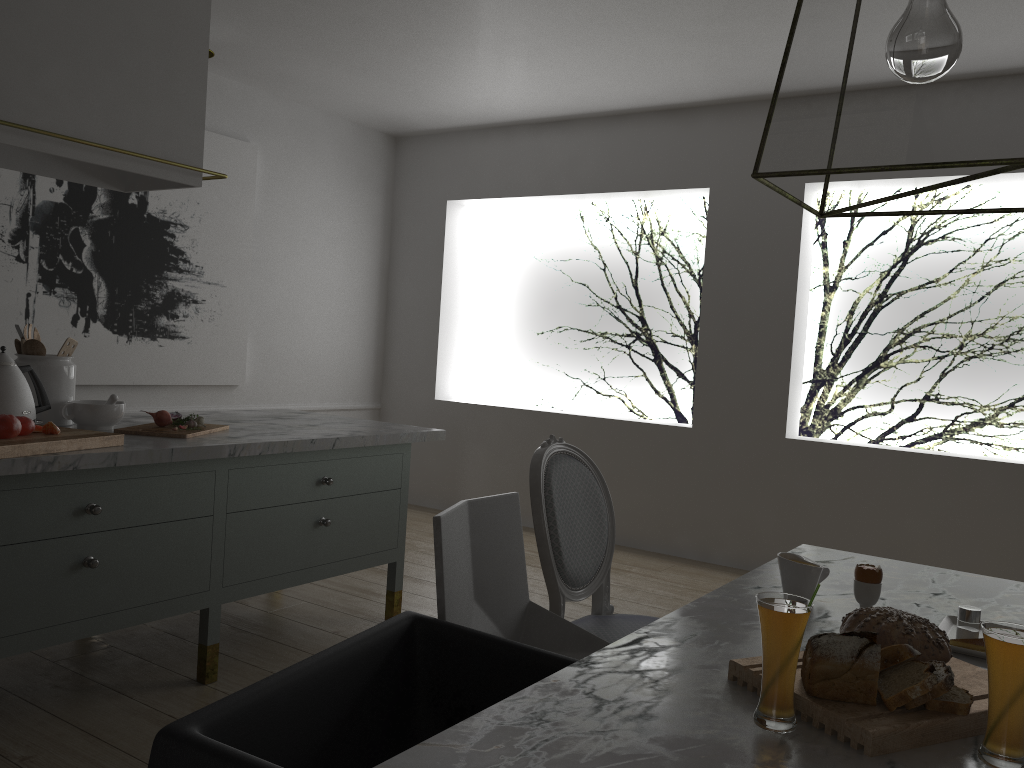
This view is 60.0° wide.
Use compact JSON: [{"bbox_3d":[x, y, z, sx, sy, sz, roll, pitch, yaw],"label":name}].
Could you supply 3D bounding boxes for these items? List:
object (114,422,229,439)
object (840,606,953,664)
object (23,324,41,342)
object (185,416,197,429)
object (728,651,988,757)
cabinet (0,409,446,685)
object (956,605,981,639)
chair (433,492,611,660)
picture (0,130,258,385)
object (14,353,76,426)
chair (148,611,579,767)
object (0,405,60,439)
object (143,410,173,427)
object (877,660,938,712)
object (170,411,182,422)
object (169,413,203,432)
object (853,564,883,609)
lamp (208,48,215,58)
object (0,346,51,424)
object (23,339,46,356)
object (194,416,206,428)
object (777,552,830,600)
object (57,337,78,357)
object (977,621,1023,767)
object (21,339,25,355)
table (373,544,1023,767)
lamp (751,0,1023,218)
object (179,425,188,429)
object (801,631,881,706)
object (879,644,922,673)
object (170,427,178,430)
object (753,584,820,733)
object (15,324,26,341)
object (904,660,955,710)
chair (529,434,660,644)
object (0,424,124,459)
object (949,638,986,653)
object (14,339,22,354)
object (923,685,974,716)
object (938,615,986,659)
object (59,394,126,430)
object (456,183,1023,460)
[{"bbox_3d":[-1.035,0.139,2.720,0.220,0.012,0.330,4,2,4],"label":"object"},{"bbox_3d":[0.581,0.380,1.350,0.151,0.075,0.157,3,2,-21],"label":"object"},{"bbox_3d":[-1.457,-0.035,2.695,0.056,0.296,0.131,2,3,-37],"label":"object"},{"bbox_3d":[-0.981,0.117,2.713,0.034,0.037,0.033,4,2,11],"label":"object"},{"bbox_3d":[0.534,0.432,1.258,0.360,0.031,0.260,3,3,-26],"label":"object"},{"bbox_3d":[-1.285,0.495,2.584,0.870,0.721,2.360,5,3,34],"label":"cabinet"},{"bbox_3d":[0.795,0.419,1.545,0.036,0.060,0.036,3,2,-15],"label":"object"},{"bbox_3d":[0.068,0.615,1.673,0.439,0.745,0.470,5,2,24],"label":"chair"},{"bbox_3d":[-1.877,-0.653,4.242,0.039,1.315,1.545,5,3,34],"label":"picture"},{"bbox_3d":[-1.414,0.016,2.675,0.174,0.208,0.174,2,3,-39],"label":"object"},{"bbox_3d":[-0.134,0.696,1.189,0.609,0.597,0.569,5,2,24],"label":"chair"},{"bbox_3d":[-1.204,0.088,2.168,0.135,0.079,0.194,5,2,22],"label":"object"},{"bbox_3d":[-1.082,0.104,2.706,0.090,0.051,0.050,4,2,-3],"label":"object"},{"bbox_3d":[0.518,0.391,1.167,0.072,0.057,0.083,4,2,9],"label":"object"},{"bbox_3d":[-1.068,0.108,2.806,0.049,0.039,0.057,5,3,30],"label":"object"},{"bbox_3d":[-1.000,0.121,2.702,0.116,0.058,0.224,3,2,-21],"label":"object"},{"bbox_3d":[0.661,0.385,1.650,0.050,0.101,0.050,6,3,40],"label":"object"},{"bbox_3d":[-1.407,-1.518,3.894,0.197,0.130,0.197,5,2,19],"label":"lamp"},{"bbox_3d":[-1.393,0.014,2.445,0.204,0.236,0.178,3,2,-20],"label":"object"},{"bbox_3d":[-1.399,-0.008,2.645,0.061,0.251,0.117,4,2,13],"label":"object"},{"bbox_3d":[-0.972,0.118,2.752,0.037,0.036,0.035,5,2,22],"label":"object"},{"bbox_3d":[0.583,0.386,1.788,0.089,0.085,0.138,5,3,29],"label":"object"},{"bbox_3d":[-1.374,-0.011,2.645,0.149,0.262,0.054,2,3,-41],"label":"object"},{"bbox_3d":[0.595,0.363,1.061,0.071,0.188,0.071,2,3,-36],"label":"object"},{"bbox_3d":[-1.447,-0.010,2.656,0.033,0.250,0.118,3,2,-16],"label":"object"},{"bbox_3d":[0.610,0.740,1.355,0.870,0.583,1.781,5,3,34],"label":"table"},{"bbox_3d":[0.536,-0.788,1.088,0.584,1.108,0.584,2,3,-41],"label":"lamp"},{"bbox_3d":[-0.990,0.129,2.673,0.013,0.017,0.030,6,3,42],"label":"object"},{"bbox_3d":[0.440,0.371,1.193,0.090,0.087,0.086,4,2,11],"label":"object"},{"bbox_3d":[0.525,0.385,1.225,0.074,0.067,0.079,4,2,6],"label":"object"},{"bbox_3d":[-1.004,0.133,2.638,0.015,0.010,0.028,4,2,8],"label":"object"},{"bbox_3d":[0.342,0.344,1.132,0.071,0.188,0.071,2,3,-36],"label":"object"},{"bbox_3d":[-1.420,-0.030,2.669,0.141,0.290,0.064,2,3,-43],"label":"object"},{"bbox_3d":[0.546,0.394,1.173,0.073,0.055,0.083,4,2,10],"label":"object"},{"bbox_3d":[0.267,0.561,2.118,0.505,0.833,0.480,5,3,31],"label":"chair"},{"bbox_3d":[-1.218,0.139,2.181,0.290,0.030,0.400,5,2,19],"label":"object"},{"bbox_3d":[0.839,0.445,1.531,0.197,0.014,0.068,2,3,-28],"label":"object"},{"bbox_3d":[-1.459,-0.012,2.687,0.050,0.247,0.114,6,3,38],"label":"object"},{"bbox_3d":[0.574,0.415,1.175,0.068,0.017,0.077,4,2,11],"label":"object"},{"bbox_3d":[0.848,0.449,1.527,0.212,0.014,0.212,5,3,33],"label":"object"},{"bbox_3d":[-1.242,0.079,2.645,0.159,0.110,0.172,3,2,-11],"label":"object"},{"bbox_3d":[2.122,1.141,4.381,10.834,8.324,0.001,5,3,34],"label":"object"}]
